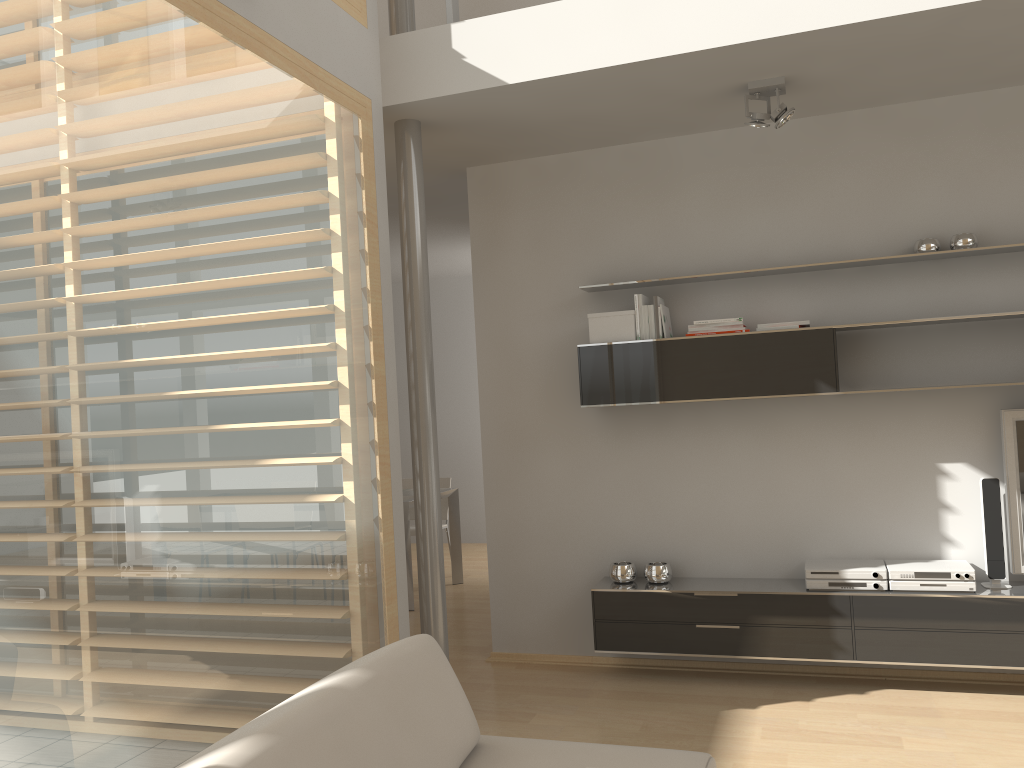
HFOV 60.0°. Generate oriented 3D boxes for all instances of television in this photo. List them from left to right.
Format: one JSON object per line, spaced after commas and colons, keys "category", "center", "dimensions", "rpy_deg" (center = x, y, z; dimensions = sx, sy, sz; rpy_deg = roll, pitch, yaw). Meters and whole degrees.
{"category": "television", "center": [2.798, 0.445, 3.792], "dimensions": [1.224, 0.735, 0.096], "rpy_deg": [-4, -1, 19]}

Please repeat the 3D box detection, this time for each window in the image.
{"category": "window", "center": [-0.971, 0.147, 2.423], "dimensions": [0.020, 2.500, 2.525], "rpy_deg": [-4, -1, 19]}

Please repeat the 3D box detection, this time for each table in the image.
{"category": "table", "center": [-1.585, 1.251, 6.889], "dimensions": [2.199, 0.746, 0.900], "rpy_deg": [-4, -1, 19]}

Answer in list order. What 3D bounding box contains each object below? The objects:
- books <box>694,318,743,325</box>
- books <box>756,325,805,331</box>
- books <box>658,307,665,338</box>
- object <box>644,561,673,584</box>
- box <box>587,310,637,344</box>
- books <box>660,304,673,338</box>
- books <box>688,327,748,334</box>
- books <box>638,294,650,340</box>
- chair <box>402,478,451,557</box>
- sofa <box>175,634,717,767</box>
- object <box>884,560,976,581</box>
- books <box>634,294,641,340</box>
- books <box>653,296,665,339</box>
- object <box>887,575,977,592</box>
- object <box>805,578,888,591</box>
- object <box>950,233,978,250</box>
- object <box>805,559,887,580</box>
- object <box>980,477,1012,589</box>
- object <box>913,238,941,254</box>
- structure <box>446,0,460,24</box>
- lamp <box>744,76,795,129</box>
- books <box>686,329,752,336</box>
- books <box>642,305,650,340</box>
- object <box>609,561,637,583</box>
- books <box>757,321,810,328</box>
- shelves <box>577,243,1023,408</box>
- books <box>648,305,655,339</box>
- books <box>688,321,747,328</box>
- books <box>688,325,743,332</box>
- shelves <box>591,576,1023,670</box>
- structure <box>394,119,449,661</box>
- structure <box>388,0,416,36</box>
{"category": "books", "center": [1.000, -0.296, 4.294], "dimensions": [0.227, 0.017, 0.230], "rpy_deg": [-3, -1, 14]}
{"category": "books", "center": [1.278, -0.258, 4.204], "dimensions": [0.190, 0.015, 0.254], "rpy_deg": [-4, -1, 25]}
{"category": "books", "center": [0.750, -0.295, 4.391], "dimensions": [0.009, 0.156, 0.207], "rpy_deg": [-4, -1, 19]}
{"category": "object", "center": [0.729, 0.941, 4.423], "dimensions": [0.143, 0.091, 0.143], "rpy_deg": [-2, -2, -39]}
{"category": "box", "center": [0.522, -0.278, 4.444], "dimensions": [0.232, 0.149, 0.232], "rpy_deg": [-4, -1, 19]}
{"category": "books", "center": [0.768, -0.302, 4.399], "dimensions": [0.023, 0.169, 0.230], "rpy_deg": [-4, -1, 19]}
{"category": "books", "center": [0.998, -0.251, 4.285], "dimensions": [0.268, 0.011, 0.190], "rpy_deg": [-4, -1, 20]}
{"category": "books", "center": [0.667, -0.325, 4.432], "dimensions": [0.017, 0.227, 0.230], "rpy_deg": [-4, -1, 19]}
{"category": "chair", "center": [-0.764, 1.181, 7.115], "dimensions": [0.455, 0.807, 0.501], "rpy_deg": [-4, -1, 19]}
{"category": "sofa", "center": [-0.241, 1.010, 1.263], "dimensions": [1.168, 0.846, 2.093], "rpy_deg": [-4, -1, 19]}
{"category": "object", "center": [1.879, 0.841, 3.999], "dimensions": [0.349, 0.049, 0.262], "rpy_deg": [-4, -1, 19]}
{"category": "books", "center": [0.647, -0.324, 4.431], "dimensions": [0.017, 0.227, 0.230], "rpy_deg": [-4, -1, 19]}
{"category": "books", "center": [0.733, -0.321, 4.396], "dimensions": [0.021, 0.210, 0.207], "rpy_deg": [-4, -1, 19]}
{"category": "object", "center": [1.883, 0.890, 4.003], "dimensions": [0.349, 0.049, 0.250], "rpy_deg": [-4, -1, 19]}
{"category": "object", "center": [1.546, 0.911, 4.112], "dimensions": [0.349, 0.049, 0.262], "rpy_deg": [-4, -1, 19]}
{"category": "object", "center": [2.032, -0.637, 3.987], "dimensions": [0.115, 0.081, 0.115], "rpy_deg": [-3, -1, 0]}
{"category": "object", "center": [1.543, 0.862, 4.113], "dimensions": [0.349, 0.049, 0.262], "rpy_deg": [-4, -1, 19]}
{"category": "object", "center": [2.139, 0.657, 3.947], "dimensions": [0.111, 0.483, 0.116], "rpy_deg": [-3, -1, 15]}
{"category": "object", "center": [1.907, -0.628, 4.075], "dimensions": [0.115, 0.081, 0.115], "rpy_deg": [-3, -1, 0]}
{"category": "structure", "center": [1.978, -2.105, 3.058], "dimensions": [5.400, 0.900, 0.080], "rpy_deg": [-4, -1, 19]}
{"category": "lamp", "center": [1.105, -1.192, 3.816], "dimensions": [0.214, 0.195, 0.150], "rpy_deg": [-4, -1, 19]}
{"category": "books", "center": [1.003, -0.240, 4.283], "dimensions": [0.297, 0.013, 0.210], "rpy_deg": [-4, -1, 19]}
{"category": "books", "center": [0.687, -0.298, 4.416], "dimensions": [0.027, 0.169, 0.230], "rpy_deg": [-4, -1, 19]}
{"category": "object", "center": [0.561, 0.952, 4.480], "dimensions": [0.143, 0.091, 0.143], "rpy_deg": [-2, -2, -39]}
{"category": "books", "center": [1.288, -0.274, 4.196], "dimensions": [0.230, 0.017, 0.227], "rpy_deg": [-4, -1, 19]}
{"category": "shelves", "center": [2.378, -0.161, 3.828], "dimensions": [4.236, 0.914, 0.300], "rpy_deg": [-4, -1, 19]}
{"category": "books", "center": [0.716, -0.299, 4.415], "dimensions": [0.027, 0.169, 0.230], "rpy_deg": [-4, -1, 19]}
{"category": "books", "center": [0.993, -0.280, 4.283], "dimensions": [0.254, 0.015, 0.190], "rpy_deg": [-4, -1, 20]}
{"category": "books", "center": [0.988, -0.264, 4.287], "dimensions": [0.254, 0.015, 0.190], "rpy_deg": [-3, -1, 15]}
{"category": "shelves", "center": [2.444, 1.036, 3.803], "dimensions": [4.236, 0.312, 0.300], "rpy_deg": [-4, -1, 19]}
{"category": "structure", "center": [-0.404, 0.151, 4.039], "dimensions": [0.121, 2.700, 0.122], "rpy_deg": [-3, -1, 7]}
{"category": "structure", "center": [-0.561, -2.694, 4.100], "dimensions": [0.121, 2.400, 0.122], "rpy_deg": [-3, -1, 7]}
